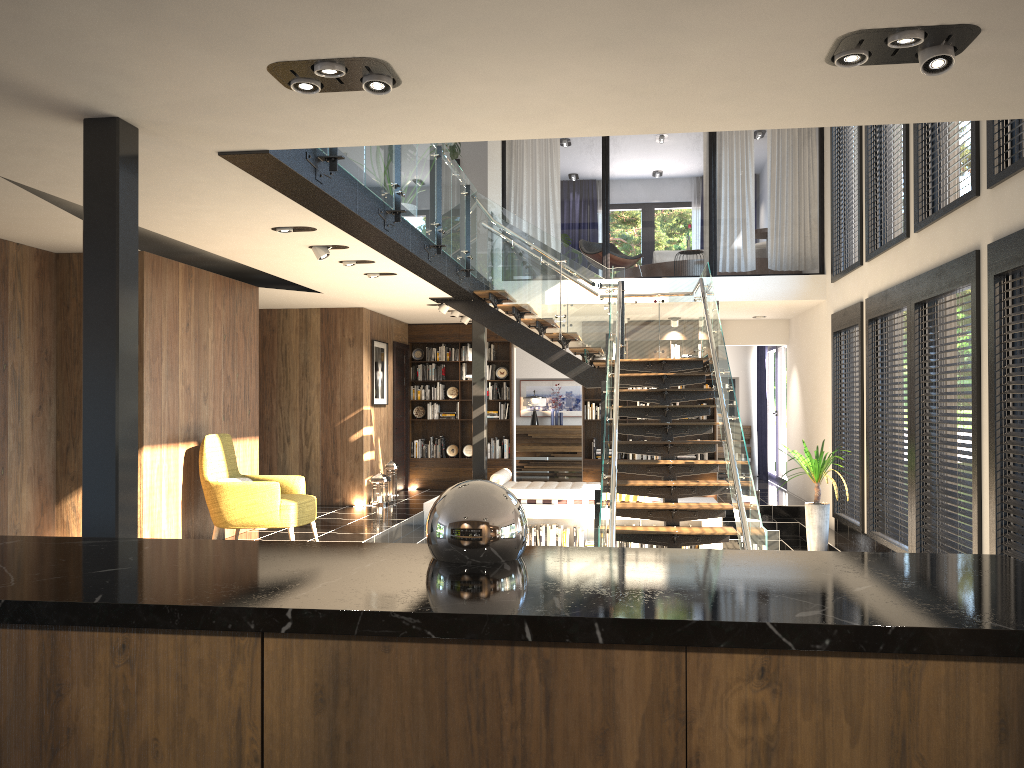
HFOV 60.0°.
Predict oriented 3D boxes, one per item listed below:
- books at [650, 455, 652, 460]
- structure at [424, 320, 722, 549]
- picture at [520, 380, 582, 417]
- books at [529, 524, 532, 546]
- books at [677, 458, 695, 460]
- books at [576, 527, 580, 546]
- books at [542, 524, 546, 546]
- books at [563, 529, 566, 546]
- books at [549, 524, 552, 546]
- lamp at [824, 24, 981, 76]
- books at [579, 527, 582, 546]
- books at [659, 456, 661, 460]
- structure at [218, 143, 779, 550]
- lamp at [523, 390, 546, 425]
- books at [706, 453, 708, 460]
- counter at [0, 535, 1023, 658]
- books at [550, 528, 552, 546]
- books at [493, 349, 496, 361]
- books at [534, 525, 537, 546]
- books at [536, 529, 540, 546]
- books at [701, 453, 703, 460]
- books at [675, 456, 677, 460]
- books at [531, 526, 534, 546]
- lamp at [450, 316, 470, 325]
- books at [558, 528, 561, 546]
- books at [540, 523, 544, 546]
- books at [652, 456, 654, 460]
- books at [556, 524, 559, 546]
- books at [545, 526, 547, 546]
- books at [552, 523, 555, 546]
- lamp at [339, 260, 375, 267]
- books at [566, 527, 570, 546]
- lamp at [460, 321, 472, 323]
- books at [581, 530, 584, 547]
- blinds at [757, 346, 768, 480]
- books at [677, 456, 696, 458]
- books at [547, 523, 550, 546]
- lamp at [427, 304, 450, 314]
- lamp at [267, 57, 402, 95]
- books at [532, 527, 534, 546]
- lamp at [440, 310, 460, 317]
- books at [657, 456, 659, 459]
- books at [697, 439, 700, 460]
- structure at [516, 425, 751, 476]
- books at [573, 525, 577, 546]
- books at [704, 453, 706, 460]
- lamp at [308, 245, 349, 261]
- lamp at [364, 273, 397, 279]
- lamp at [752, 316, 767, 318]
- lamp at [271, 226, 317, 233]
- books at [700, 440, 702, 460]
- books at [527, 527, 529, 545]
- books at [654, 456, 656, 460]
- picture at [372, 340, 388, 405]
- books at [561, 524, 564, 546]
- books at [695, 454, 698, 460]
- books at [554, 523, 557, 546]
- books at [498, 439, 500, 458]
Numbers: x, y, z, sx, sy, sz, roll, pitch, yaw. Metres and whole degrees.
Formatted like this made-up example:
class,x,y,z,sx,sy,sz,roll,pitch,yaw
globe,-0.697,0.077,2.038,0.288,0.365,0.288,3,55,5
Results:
class,x,y,z,sx,sy,sz,roll,pitch,yaw
books,2.199,1.066,14.017,0.029,0.250,0.142,0,-1,8
structure,0.802,0.567,11.816,3.782,3.244,1.149,0,-1,8
picture,1.918,0.289,17.795,3.543,0.748,0.035,0,-1,8
books,0.243,1.972,11.521,0.025,0.285,0.137,0,-1,8
books,2.739,1.176,13.958,0.273,0.025,0.156,0,-1,5
books,0.853,1.985,11.444,0.045,0.251,0.142,0,-1,8
books,0.415,1.966,11.461,0.025,0.293,0.205,0,-1,8
books,0.679,1.994,11.408,0.028,0.232,0.205,0,-1,8
books,0.492,1.969,11.459,0.025,0.287,0.169,0,-1,8
lamp,1.432,-1.285,3.277,0.501,0.231,0.349,0,-1,8
books,0.881,1.982,11.414,0.020,0.257,0.154,0,-1,8
books,2.332,1.077,14.006,0.026,0.227,0.129,0,-1,8
structure,0.372,0.076,8.055,3.447,4.867,7.281,0,-1,7
lamp,0.453,0.480,17.732,0.470,0.725,0.470,0,-1,0
books,3.045,1.050,13.894,0.025,0.274,0.204,0,-1,8
counter,-0.721,0.402,1.867,3.573,0.041,0.698,0,-1,8
books,0.515,1.988,11.432,0.027,0.246,0.193,0,-1,8
books,-0.287,-0.471,14.435,0.022,0.195,0.135,0,-1,8
books,0.306,1.971,11.472,0.028,0.282,0.173,0,-1,8
books,0.346,1.996,11.480,0.050,0.234,0.149,0,-1,8
books,2.979,1.054,13.921,0.023,0.267,0.147,0,-1,8
books,2.574,1.070,13.956,0.026,0.238,0.159,0,-1,8
books,0.264,1.984,11.502,0.023,0.260,0.133,0,-1,8
lamp,-0.758,-1.017,13.281,0.346,0.262,0.195,0,-1,8
books,0.618,1.986,11.450,0.034,0.252,0.151,0,-1,8
books,0.385,1.962,11.452,0.033,0.299,0.196,0,-1,8
books,2.226,1.051,14.007,0.028,0.280,0.154,0,-1,8
books,0.587,1.965,11.439,0.023,0.293,0.157,0,-1,8
books,0.444,1.977,11.475,0.029,0.271,0.128,0,-1,8
books,0.543,1.959,11.446,0.026,0.305,0.187,0,-1,8
lamp,-1.434,-1.176,8.204,0.346,0.177,0.195,0,-1,8
books,0.719,1.981,11.411,0.050,0.258,0.215,0,-1,8
lamp,-0.655,-1.042,14.053,0.346,0.177,0.195,0,-1,8
books,0.906,2.001,11.411,0.030,0.218,0.186,0,-1,8
blinds,4.627,0.426,16.469,0.161,2.770,1.080,0,-1,6
books,2.738,1.148,13.950,0.286,0.030,0.176,0,-1,6
books,0.470,1.958,11.470,0.023,0.308,0.126,0,-1,8
lamp,-0.961,-1.052,11.745,0.346,0.262,0.195,0,-1,8
lamp,-0.708,-1.293,3.561,0.501,0.194,0.349,0,-1,8
books,0.283,1.982,11.483,0.019,0.261,0.183,0,-1,8
lamp,-0.860,-1.051,12.512,0.346,0.231,0.195,0,-1,8
books,2.307,1.080,14.009,0.026,0.221,0.145,0,-1,8
books,2.925,1.025,13.917,0.030,0.326,0.195,0,-1,8
structure,1.484,1.306,17.651,6.276,0.981,0.886,0,-1,8
books,0.813,1.969,11.432,0.030,0.284,0.176,0,-1,8
books,3.023,1.060,13.904,0.023,0.254,0.191,0,-1,8
lamp,-1.536,-1.158,7.436,0.346,0.247,0.195,0,-1,8
lamp,-1.332,-1.158,8.974,0.346,0.177,0.195,0,-1,8
lamp,3.760,-1.074,13.479,0.195,0.158,0.346,0,-1,8
lamp,-1.638,-1.220,6.667,0.346,0.158,0.195,0,-1,8
books,2.953,1.032,13.915,0.027,0.311,0.149,0,-1,8
books,0.218,1.991,11.525,0.026,0.247,0.149,0,-1,8
books,2.253,1.044,14.010,0.025,0.294,0.177,0,-1,8
picture,-1.893,-0.157,12.756,0.028,0.911,0.748,0,-1,8
books,0.653,1.965,11.456,0.036,0.293,0.128,0,-1,8
books,2.898,1.064,13.918,0.026,0.247,0.149,0,-1,8
books,0.565,1.959,11.438,0.020,0.305,0.172,0,-1,8
books,-0.214,1.052,14.373,0.011,0.300,0.154,0,-1,8
